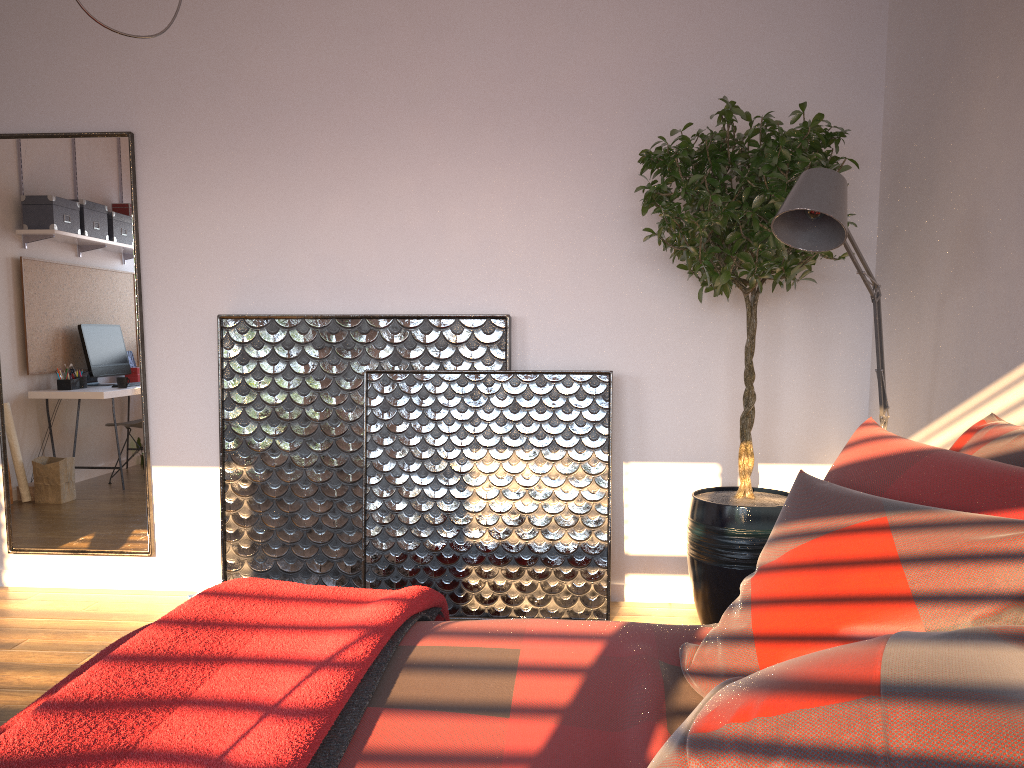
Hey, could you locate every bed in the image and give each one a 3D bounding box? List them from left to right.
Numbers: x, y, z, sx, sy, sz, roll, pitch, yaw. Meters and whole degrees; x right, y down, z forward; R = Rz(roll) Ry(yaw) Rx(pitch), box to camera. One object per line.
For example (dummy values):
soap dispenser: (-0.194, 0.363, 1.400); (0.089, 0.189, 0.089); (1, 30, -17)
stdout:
bed: (0.063, 0.734, 1.369); (2.313, 0.774, 2.025); (0, 4, 4)

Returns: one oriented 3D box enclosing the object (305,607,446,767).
object: (-0.741, 0.828, 1.436); (1.122, 0.571, 2.493); (0, 4, 5)

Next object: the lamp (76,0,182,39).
lamp: (-1.084, -1.297, 1.603); (1.247, 1.085, 1.094); (0, 5, 4)

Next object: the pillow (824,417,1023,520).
pillow: (0.712, 0.418, 1.351); (0.527, 0.554, 1.805); (1, 4, 5)

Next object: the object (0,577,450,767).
object: (-0.596, 0.796, 1.457); (0.683, 0.664, 2.631); (1, 4, 5)

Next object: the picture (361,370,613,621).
picture: (-0.105, 0.458, 3.662); (1.025, 1.033, 0.208); (0, 7, 4)

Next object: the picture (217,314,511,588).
picture: (-0.631, 0.332, 3.803); (1.248, 1.260, 0.171); (0, 7, 4)

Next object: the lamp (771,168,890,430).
lamp: (0.966, -0.018, 2.614); (0.786, 1.134, 0.278); (-6, 9, -44)

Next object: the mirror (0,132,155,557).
mirror: (-1.959, -0.151, 3.932); (0.683, 1.867, 0.065); (1, 7, 4)

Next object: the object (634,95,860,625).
object: (0.860, -0.034, 3.389); (0.801, 2.032, 0.808); (1, 7, 8)

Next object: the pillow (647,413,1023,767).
pillow: (0.672, 0.451, 1.278); (1.144, 0.738, 2.130); (0, 4, 3)

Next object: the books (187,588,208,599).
books: (-1.213, 0.887, 3.688); (0.270, 0.051, 0.256); (0, 4, 1)
